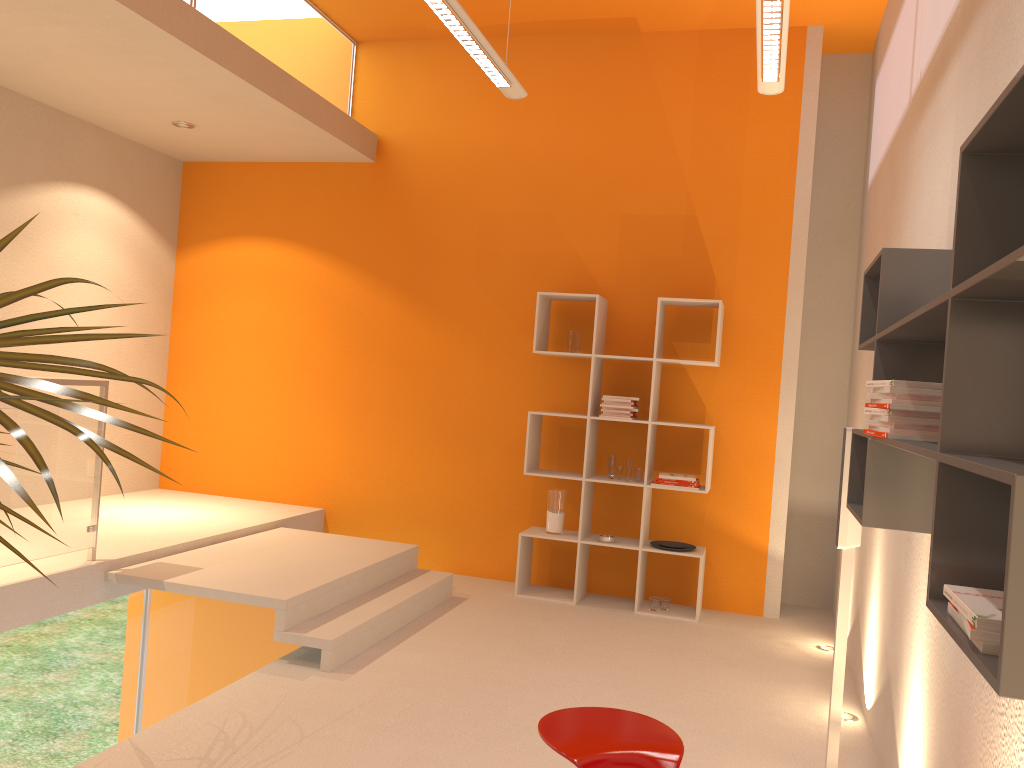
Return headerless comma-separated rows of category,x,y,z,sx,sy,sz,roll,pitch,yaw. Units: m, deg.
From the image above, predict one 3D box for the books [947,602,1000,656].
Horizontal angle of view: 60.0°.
books,0.754,0.361,1.277,0.190,0.015,0.254,4,0,17

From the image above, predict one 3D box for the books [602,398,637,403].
books,0.705,0.106,5.799,0.190,0.015,0.254,4,0,17

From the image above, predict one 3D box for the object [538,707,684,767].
object,0.254,1.180,2.416,0.391,0.450,0.420,4,0,-14

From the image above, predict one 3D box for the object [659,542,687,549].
object,1.029,1.038,5.683,0.178,0.020,0.178,4,0,33

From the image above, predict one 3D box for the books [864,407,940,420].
books,1.049,0.079,2.260,0.230,0.017,0.227,4,0,6

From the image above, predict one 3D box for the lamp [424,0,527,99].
lamp,-0.378,-1.976,2.907,0.120,1.052,3.195,4,0,16

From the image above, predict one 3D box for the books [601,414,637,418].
books,0.701,0.206,5.795,0.190,0.011,0.268,4,0,17

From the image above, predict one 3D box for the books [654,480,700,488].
books,1.049,0.633,5.636,0.268,0.011,0.190,4,0,17

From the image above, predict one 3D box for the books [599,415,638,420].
books,0.699,0.218,5.792,0.210,0.013,0.296,4,0,16

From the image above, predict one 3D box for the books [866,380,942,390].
books,1.054,0.008,2.260,0.230,0.017,0.227,4,0,6

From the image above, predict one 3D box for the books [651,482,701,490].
books,1.045,0.644,5.638,0.296,0.013,0.210,4,0,16

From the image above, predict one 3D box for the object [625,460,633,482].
object,-1.779,2.605,2.878,7.392,4.604,0.870,4,0,-44

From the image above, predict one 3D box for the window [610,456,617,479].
window,-1.667,0.995,3.317,0.908,1.393,6.719,4,0,35

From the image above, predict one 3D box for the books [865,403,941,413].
books,1.041,0.063,2.259,0.210,0.013,0.297,4,0,11

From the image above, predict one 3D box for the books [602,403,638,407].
books,0.707,0.135,5.795,0.190,0.011,0.268,4,0,17

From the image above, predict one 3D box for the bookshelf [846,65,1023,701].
bookshelf,0.739,0.666,1.327,0.322,2.145,3.370,4,0,18

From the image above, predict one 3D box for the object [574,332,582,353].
object,-1.607,2.207,3.005,0.351,5.384,6.779,4,0,36

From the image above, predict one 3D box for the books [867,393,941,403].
books,1.044,0.038,2.273,0.190,0.015,0.254,4,0,7

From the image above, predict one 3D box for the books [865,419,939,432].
books,1.039,0.109,2.273,0.190,0.015,0.254,4,0,7

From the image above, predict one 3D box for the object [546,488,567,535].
object,0.292,0.849,5.904,0.129,0.291,0.129,4,0,44

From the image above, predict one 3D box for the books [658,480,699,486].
books,1.060,0.620,5.635,0.254,0.015,0.190,4,0,12

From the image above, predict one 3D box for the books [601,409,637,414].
books,0.700,0.177,5.799,0.190,0.015,0.254,4,0,17

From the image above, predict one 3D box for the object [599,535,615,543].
object,0.614,1.002,5.740,0.106,0.035,0.105,4,0,-31

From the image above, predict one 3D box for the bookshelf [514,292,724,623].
bookshelf,1.156,1.776,4.709,1.107,4.600,3.516,4,0,-27

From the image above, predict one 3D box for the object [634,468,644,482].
object,0.446,2.271,1.923,0.190,3.502,7.694,4,0,5

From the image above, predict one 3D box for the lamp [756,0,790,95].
lamp,0.801,-1.888,2.571,0.120,1.052,3.195,4,0,16

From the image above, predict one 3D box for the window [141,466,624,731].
window,-0.733,2.705,5.413,2.294,4.526,1.860,4,0,16

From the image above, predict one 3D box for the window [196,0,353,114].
window,-1.465,-2.231,5.730,0.006,0.660,1.860,4,0,16

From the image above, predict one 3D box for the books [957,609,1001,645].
books,0.750,0.346,1.270,0.190,0.015,0.254,4,0,22

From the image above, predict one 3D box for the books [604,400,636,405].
books,0.709,0.122,5.805,0.190,0.015,0.254,4,0,12

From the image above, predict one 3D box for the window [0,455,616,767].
window,-1.370,2.620,4.782,4.234,4.599,0.993,4,0,-42

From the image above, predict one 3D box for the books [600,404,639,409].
books,0.704,0.147,5.792,0.210,0.013,0.296,4,0,16

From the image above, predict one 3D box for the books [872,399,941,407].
books,1.043,0.051,2.263,0.190,0.011,0.268,4,0,12

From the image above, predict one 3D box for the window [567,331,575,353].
window,-2.078,2.163,2.122,0.481,5.399,8.922,4,0,28

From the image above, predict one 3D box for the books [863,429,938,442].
books,1.035,0.134,2.259,0.210,0.013,0.297,4,0,11

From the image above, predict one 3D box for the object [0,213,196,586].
object,-2.103,0.375,1.584,3.098,2.600,3.241,4,0,24

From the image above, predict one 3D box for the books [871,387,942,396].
books,1.041,0.023,2.266,0.190,0.015,0.254,4,0,12

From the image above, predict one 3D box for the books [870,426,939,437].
books,1.038,0.123,2.263,0.190,0.011,0.268,4,0,12

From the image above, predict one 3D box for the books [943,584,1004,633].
books,0.762,0.331,1.263,0.230,0.017,0.227,4,0,16

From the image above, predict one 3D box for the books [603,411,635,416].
books,0.704,0.193,5.805,0.190,0.015,0.254,4,0,12

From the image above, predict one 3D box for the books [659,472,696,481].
books,1.049,0.588,5.628,0.227,0.017,0.230,4,0,11

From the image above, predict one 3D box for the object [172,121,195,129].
object,-2.196,-1.750,5.927,0.143,0.059,0.143,4,0,-12

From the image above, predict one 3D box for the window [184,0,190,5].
window,-1.983,-2.271,3.898,0.006,0.660,1.869,4,0,16

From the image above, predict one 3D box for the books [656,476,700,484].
books,1.055,0.605,5.640,0.254,0.015,0.190,4,0,17

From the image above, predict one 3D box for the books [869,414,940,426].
books,1.036,0.094,2.266,0.190,0.015,0.254,4,0,12

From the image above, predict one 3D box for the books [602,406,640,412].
books,0.713,0.162,5.792,0.230,0.017,0.227,4,0,11

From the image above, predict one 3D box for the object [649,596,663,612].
object,0.067,2.648,0.500,0.129,2.692,10.507,4,0,9

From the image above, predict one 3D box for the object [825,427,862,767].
object,1.216,0.819,3.298,0.116,1.317,0.111,4,0,12

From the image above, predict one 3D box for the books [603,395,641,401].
books,0.718,0.091,5.792,0.230,0.017,0.227,4,0,11

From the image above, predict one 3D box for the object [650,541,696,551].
object,1.031,1.040,5.679,0.294,0.020,0.294,4,0,-35
